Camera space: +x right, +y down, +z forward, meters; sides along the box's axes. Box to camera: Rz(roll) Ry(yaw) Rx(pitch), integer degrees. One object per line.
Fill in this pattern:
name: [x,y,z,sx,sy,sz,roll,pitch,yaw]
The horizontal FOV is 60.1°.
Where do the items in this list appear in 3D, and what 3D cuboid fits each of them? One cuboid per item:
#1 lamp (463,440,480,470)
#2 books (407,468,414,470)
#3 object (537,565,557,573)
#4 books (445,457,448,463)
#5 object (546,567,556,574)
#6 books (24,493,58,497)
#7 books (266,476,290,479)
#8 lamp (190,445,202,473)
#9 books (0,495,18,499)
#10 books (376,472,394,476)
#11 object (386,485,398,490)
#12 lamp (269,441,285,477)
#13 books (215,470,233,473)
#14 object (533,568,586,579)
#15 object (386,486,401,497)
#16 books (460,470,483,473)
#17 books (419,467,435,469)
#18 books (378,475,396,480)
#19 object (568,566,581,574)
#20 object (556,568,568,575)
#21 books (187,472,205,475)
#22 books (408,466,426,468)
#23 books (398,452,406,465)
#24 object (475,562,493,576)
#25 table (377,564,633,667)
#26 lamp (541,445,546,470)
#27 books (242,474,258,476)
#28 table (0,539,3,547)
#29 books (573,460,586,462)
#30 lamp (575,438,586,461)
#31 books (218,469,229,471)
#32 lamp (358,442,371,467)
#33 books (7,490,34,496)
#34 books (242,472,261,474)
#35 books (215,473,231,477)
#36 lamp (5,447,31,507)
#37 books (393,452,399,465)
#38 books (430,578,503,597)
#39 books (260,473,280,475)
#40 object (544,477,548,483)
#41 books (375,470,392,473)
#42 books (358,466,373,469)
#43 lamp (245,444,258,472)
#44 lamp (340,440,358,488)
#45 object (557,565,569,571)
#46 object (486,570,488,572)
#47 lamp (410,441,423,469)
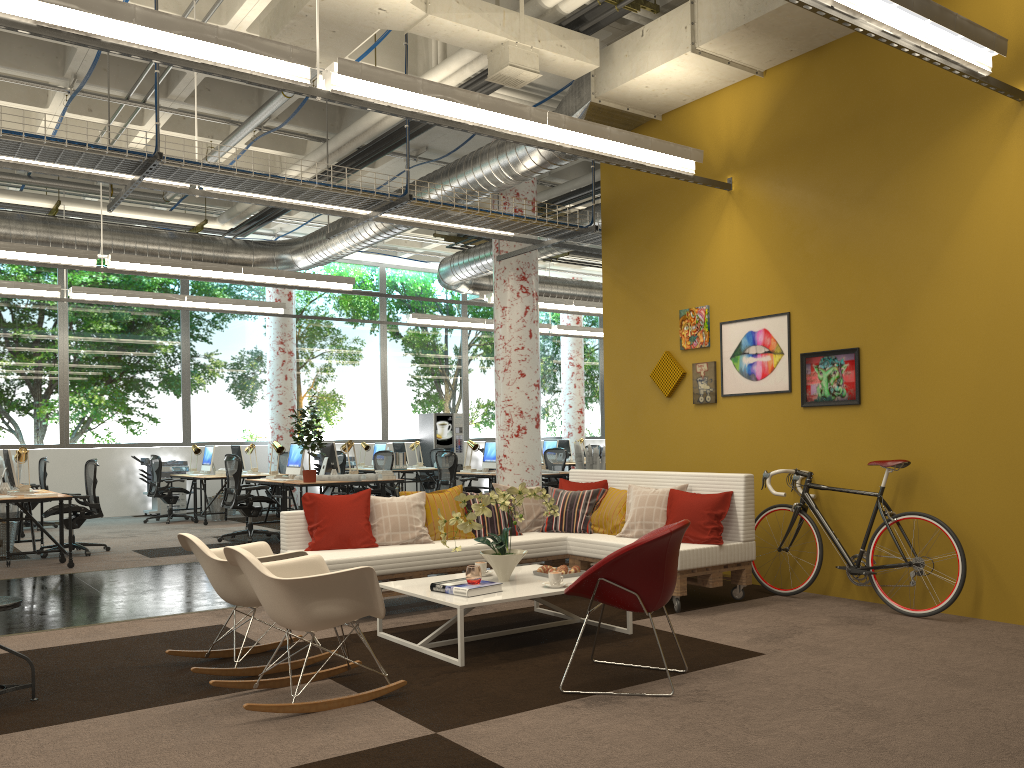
lamp: [-0.652,1.176,13.807,0.209,0.610,0.528,-1,-2,-16]
books: [-1.842,1.515,15.802,0.243,0.019,0.205,-3,-4,32]
object: [0.223,1.222,5.826,0.135,0.061,0.072,0,-2,-16]
books: [-1.252,1.378,16.132,0.068,0.310,0.234,0,-2,-36]
object: [0.252,1.216,5.725,0.070,0.059,0.131,0,-3,-13]
books: [-4.781,1.128,8.985,0.200,0.024,0.235,-3,-4,28]
books: [-3.145,1.255,11.898,0.225,0.038,0.309,2,-4,-35]
lamp: [-5.357,1.330,15.002,0.219,0.610,0.528,-1,-2,-16]
books: [-5.086,1.125,8.818,0.243,0.019,0.205,-3,-4,32]
books: [-1.616,1.136,11.232,0.193,0.044,0.258,0,-4,-18]
object: [-2.359,2.124,17.125,0.353,0.434,0.369,-1,-2,0]
lamp: [-3.168,1.077,11.931,0.219,0.610,0.528,-1,-2,-16]
books: [-4.486,1.371,13.847,0.193,0.044,0.258,-2,-4,12]
object: [0.312,1.237,5.791,0.267,0.026,0.267,2,-4,-35]
object: [-2.188,2.057,16.117,0.353,0.434,0.359,1,-2,-39]
books: [-0.634,1.354,13.772,0.225,0.038,0.309,2,-4,-35]
books: [-1.537,1.518,15.968,0.200,0.024,0.235,-3,-4,28]
books: [-1.625,1.182,11.206,0.200,0.050,0.272,2,-4,-38]
object: [0.411,1.217,5.781,0.072,0.062,0.136,-1,-3,12]
object: [0.327,1.215,5.723,0.064,0.055,0.121,0,-3,-13]
books: [-5.335,1.508,14.968,0.225,0.038,0.309,2,-4,-35]
books: [-1.771,1.545,16.469,0.225,0.038,0.309,2,-4,-35]
books: [-1.955,1.358,15.630,0.068,0.310,0.234,0,-2,-36]
object: [-0.205,1.215,5.826,0.160,0.090,0.161,0,-3,-11]
table: [-0.051,1.404,5.538,1.262,0.330,0.986,2,-4,-35]
lamp: [0.399,1.135,13.426,0.209,0.610,0.528,-1,-2,-16]
books: [-4.206,1.447,14.115,0.243,0.019,0.205,-3,-4,32]
table: [-2.950,1.157,4.255,0.626,0.759,0.617,-1,-2,14]
books: [1.473,1.638,18.784,0.225,0.038,0.309,2,-4,-35]
lamp: [1.490,1.455,18.754,0.219,0.610,0.528,-1,-2,-16]
books: [-4.502,1.340,13.847,0.153,0.030,0.185,0,-4,-8]
lamp: [-2.809,1.403,16.819,0.209,0.610,0.528,-1,-2,-16]
books: [-5.194,1.150,9.358,0.225,0.038,0.309,2,-4,-35]
books: [-4.314,1.471,14.654,0.225,0.038,0.309,2,-4,-35]
books: [-4.507,1.418,13.830,0.200,0.050,0.272,0,-4,-8]
lamp: [-5.177,0.967,9.327,0.219,0.610,0.528,-1,-2,-16]
books: [-2.075,1.354,15.545,0.068,0.310,0.234,0,-2,-36]
books: [-0.269,1.199,5.221,0.279,0.048,0.334,3,-5,-44]
books: [-3.901,1.450,14.281,0.200,0.024,0.235,-3,-4,28]
object: [0.888,2.217,19.439,0.353,0.434,0.359,1,-2,-39]
books: [-1.629,1.105,11.225,0.153,0.030,0.185,2,-4,-37]
books: [-2.792,1.581,16.783,0.225,0.038,0.309,2,-4,-35]
lamp: [-4.302,1.289,14.622,0.209,0.610,0.528,-1,-2,-16]
lamp: [-2.113,1.036,11.551,0.209,0.610,0.528,-1,-2,-16]
object: [0.341,1.224,5.855,0.064,0.055,0.121,0,-3,-13]
object: [-0.223,1.246,5.883,0.132,0.011,0.028,-2,-3,9]
lamp: [-1.754,1.362,16.438,0.219,0.610,0.528,-1,-2,-16]
